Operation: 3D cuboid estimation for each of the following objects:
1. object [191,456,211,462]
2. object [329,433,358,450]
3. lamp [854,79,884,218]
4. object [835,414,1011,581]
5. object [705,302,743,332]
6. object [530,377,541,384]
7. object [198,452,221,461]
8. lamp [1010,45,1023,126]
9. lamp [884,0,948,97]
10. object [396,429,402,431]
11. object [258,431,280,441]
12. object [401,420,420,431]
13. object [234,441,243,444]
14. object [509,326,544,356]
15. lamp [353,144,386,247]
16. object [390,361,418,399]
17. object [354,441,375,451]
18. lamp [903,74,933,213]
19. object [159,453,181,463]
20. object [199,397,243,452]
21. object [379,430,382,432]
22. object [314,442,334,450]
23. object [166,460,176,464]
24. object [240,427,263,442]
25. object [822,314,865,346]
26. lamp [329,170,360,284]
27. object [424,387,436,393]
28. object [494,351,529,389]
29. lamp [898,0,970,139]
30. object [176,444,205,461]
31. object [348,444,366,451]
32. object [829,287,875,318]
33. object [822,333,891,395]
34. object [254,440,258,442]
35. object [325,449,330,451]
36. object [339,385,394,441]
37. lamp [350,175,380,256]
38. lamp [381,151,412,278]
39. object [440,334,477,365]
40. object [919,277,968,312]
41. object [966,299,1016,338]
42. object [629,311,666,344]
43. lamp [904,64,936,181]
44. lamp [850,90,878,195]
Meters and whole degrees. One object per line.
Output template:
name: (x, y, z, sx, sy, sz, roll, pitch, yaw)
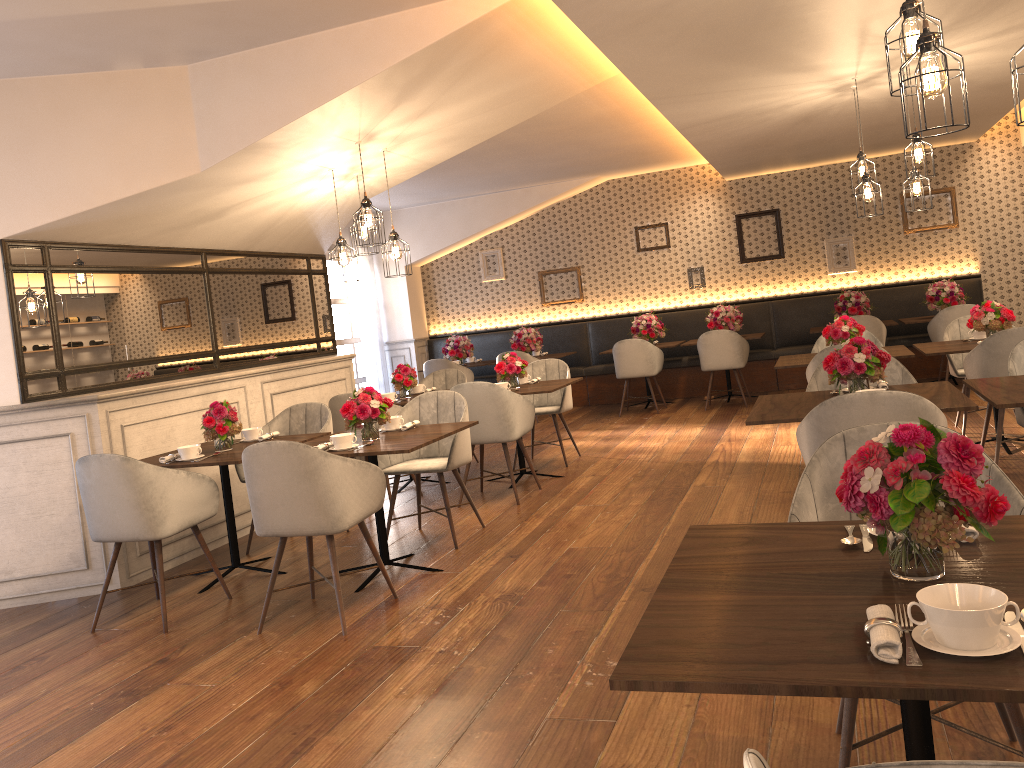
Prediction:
object: (-1.648, 0.396, 4.760, 0.022, 0.004, 0.212, -5, 5, 20)
object: (-0.848, 0.291, 4.445, 0.148, 0.072, 0.148, -8, 4, -13)
lamp: (2.400, -2.206, 6.205, 0.174, 2.068, 0.175, -6, 1, 21)
object: (0.743, 0.206, 1.648, 0.235, 0.301, 0.304, -9, 3, -38)
object: (2.482, -0.740, 10.321, 0.419, 0.425, 0.407, -6, 3, 22)
object: (0.192, -0.029, 7.181, 0.056, 0.039, 0.176, -6, 4, 20)
object: (-1.625, 0.389, 4.744, 0.043, 0.015, 0.198, -5, 5, 23)
lamp: (1.498, -1.821, 2.640, 0.174, 2.068, 0.175, -6, 1, 21)
lamp: (1.237, -2.008, 2.936, 0.174, 2.068, 0.175, -6, 1, 21)
object: (-0.607, 0.244, 4.996, 0.025, 0.024, 0.193, -6, 4, 20)
object: (-1.458, 0.313, 5.308, 0.056, 0.039, 0.176, -6, 4, 20)
object: (-0.572, 0.233, 4.993, 0.056, 0.039, 0.176, -6, 4, 20)
object: (-1.644, 0.349, 5.348, 0.022, 0.004, 0.212, -5, 5, 20)
object: (0.186, -0.531, 11.150, 0.419, 0.425, 0.406, -6, 3, 8)
lamp: (-1.006, -1.898, 5.549, 0.174, 2.068, 0.175, -6, 1, 21)
object: (-0.880, -0.034, 7.176, 0.234, 0.301, 0.305, -7, 3, -5)
object: (-0.739, 0.308, 4.429, 0.043, 0.015, 0.198, -5, 5, 23)
lamp: (2.746, -2.248, 6.215, 0.174, 2.068, 0.175, -6, 1, 21)
object: (-1.838, 0.398, 4.798, 0.056, 0.039, 0.176, -6, 4, 20)
object: (-1.644, 0.227, 4.988, 0.234, 0.301, 0.305, -7, 3, -5)
object: (-0.759, 0.269, 5.033, 0.022, 0.004, 0.212, -5, 5, 20)
object: (-0.953, 0.317, 4.483, 0.056, 0.039, 0.176, -6, 4, 20)
object: (-1.802, 0.400, 4.796, 0.025, 0.024, 0.193, -6, 4, 20)
object: (-1.567, 0.306, 5.346, 0.148, 0.072, 0.148, -8, 4, -13)
object: (2.407, -0.364, 6.414, 0.305, 0.301, 0.234, -7, 2, -3)
lamp: (-1.221, -1.701, 5.852, 0.174, 2.068, 0.175, -6, 1, 21)
object: (-0.694, 0.051, 7.496, 0.056, 0.039, 0.176, -6, 4, 20)
object: (0.003, -0.115, 6.874, 0.233, 0.301, 0.306, -5, 3, 39)
lamp: (1.151, -1.779, 2.630, 0.174, 2.068, 0.175, -6, 1, 21)
object: (-1.733, 0.371, 4.760, 0.148, 0.072, 0.148, -8, 4, -13)
object: (-0.762, 0.316, 4.444, 0.022, 0.004, 0.212, -5, 5, 20)
object: (3.793, -0.859, 9.868, 0.421, 0.425, 0.405, -8, 3, -28)
object: (1.591, -0.085, 4.077, 0.305, 0.301, 0.234, -7, 2, -3)
object: (-1.493, 0.324, 5.311, 0.025, 0.024, 0.193, -6, 4, 20)
object: (-0.916, 0.320, 4.481, 0.025, 0.024, 0.193, -6, 4, 20)
object: (-0.761, 0.146, 4.686, 0.233, 0.301, 0.306, -5, 3, 39)
lamp: (-1.136, -1.930, 6.158, 0.174, 2.068, 0.175, -6, 1, 21)
lamp: (-0.875, -1.743, 5.862, 0.174, 2.068, 0.175, -6, 1, 21)
object: (-0.701, -0.452, 11.471, 0.421, 0.425, 0.405, -8, 3, -28)
object: (4.677, -0.940, 9.565, 0.421, 0.425, 0.405, -8, 3, -27)
object: (3.286, -0.441, 6.067, 0.304, 0.301, 0.235, -4, 3, 41)
object: (1.642, -0.671, 10.726, 0.421, 0.425, 0.405, -8, 3, -27)
lamp: (2.615, -2.403, 5.902, 0.174, 2.068, 0.175, -6, 1, 21)
lamp: (2.485, -2.435, 6.510, 0.174, 2.068, 0.175, -6, 1, 21)
